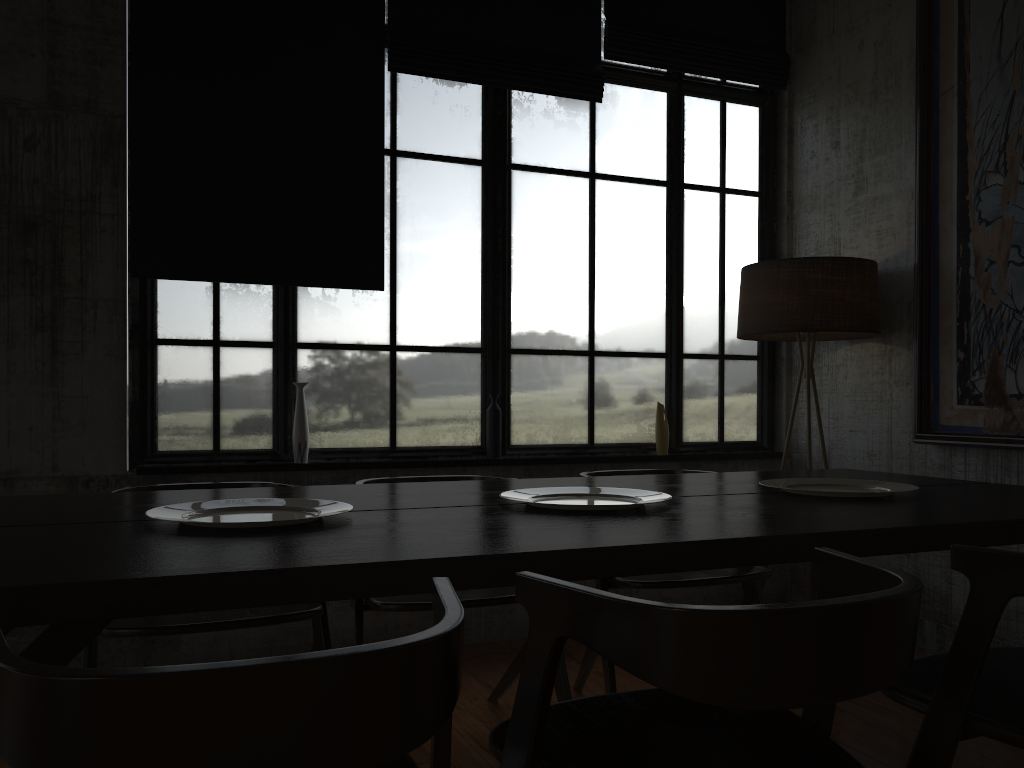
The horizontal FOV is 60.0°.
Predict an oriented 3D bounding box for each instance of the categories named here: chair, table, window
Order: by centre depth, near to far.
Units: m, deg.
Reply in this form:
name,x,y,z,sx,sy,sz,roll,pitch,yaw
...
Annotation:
name,x,y,z,sx,sy,sz,roll,pitch,yaw
chair,-0.455,0.849,1.450,0.878,0.993,0.769,0,0,-22
chair,0.377,0.859,1.795,0.878,0.993,0.769,0,0,-23
chair,1.372,0.870,2.161,0.878,0.993,0.769,0,0,-26
table,0.179,0.871,2.778,3.702,1.006,1.638,1,-1,-22
chair,-1.083,0.881,3.171,0.878,0.993,0.769,0,0,-23
chair,-0.251,0.891,3.516,0.878,0.993,0.769,0,0,-22
chair,0.686,0.902,3.913,0.878,0.993,0.769,0,0,-23
window,-0.062,-1.261,4.933,3.812,3.436,0.050,0,1,-22

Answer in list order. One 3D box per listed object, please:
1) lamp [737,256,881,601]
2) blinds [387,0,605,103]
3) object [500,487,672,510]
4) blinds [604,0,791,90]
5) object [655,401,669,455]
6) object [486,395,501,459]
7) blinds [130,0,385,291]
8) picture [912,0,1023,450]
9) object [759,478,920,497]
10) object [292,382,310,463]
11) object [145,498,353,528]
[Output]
name,x,y,z,sx,sy,sz,roll,pitch,yaw
lamp,1.621,0.385,4.879,0.752,2.057,0.752,0,0,-11
blinds,-0.057,-2.313,4.815,1.255,1.398,0.052,0,1,-22
object,0.225,0.354,2.729,0.527,0.024,0.527,0,-1,-12
blinds,1.137,-2.427,5.308,1.296,1.142,0.052,0,1,-22
object,0.889,0.262,5.250,0.073,0.318,0.074,1,1,30
object,-0.099,0.235,4.843,0.080,0.352,0.080,0,1,8
blinds,-1.220,-1.758,4.365,1.215,2.534,0.034,0,1,-22
picture,2.426,-1.261,3.810,0.142,3.121,1.655,0,0,-22
object,1.139,0.365,3.107,0.527,0.024,0.527,0,-1,-12
object,-1.059,0.194,4.449,0.082,0.411,0.082,1,1,28
object,-0.689,0.343,2.350,0.527,0.024,0.527,0,-1,-12
